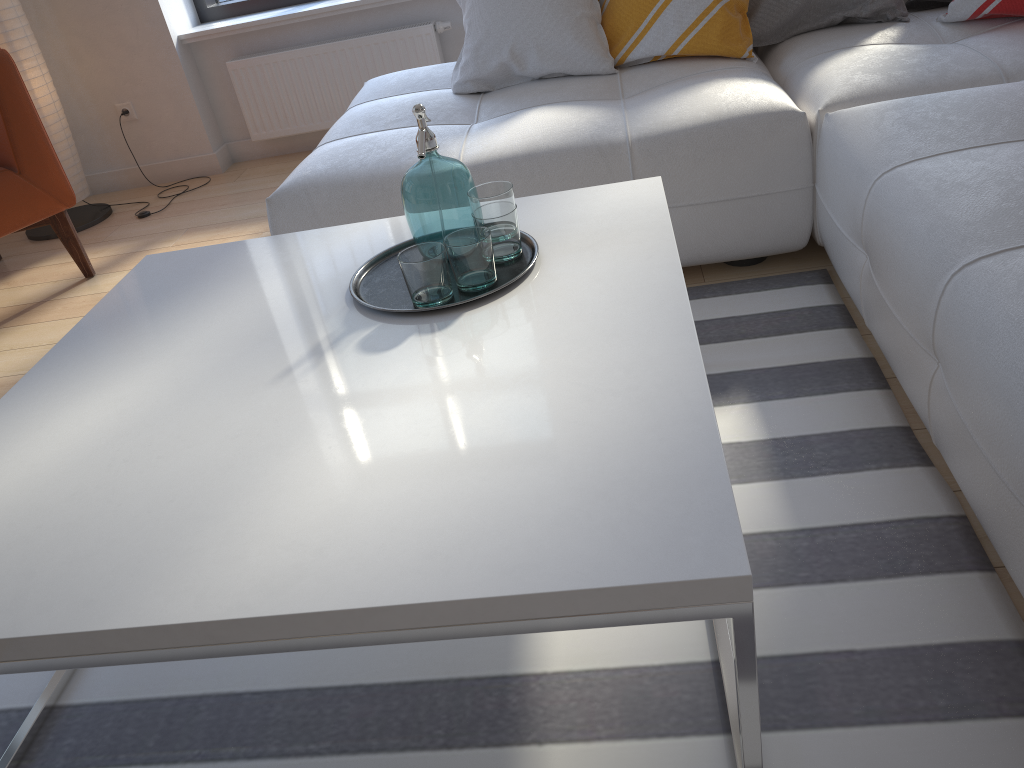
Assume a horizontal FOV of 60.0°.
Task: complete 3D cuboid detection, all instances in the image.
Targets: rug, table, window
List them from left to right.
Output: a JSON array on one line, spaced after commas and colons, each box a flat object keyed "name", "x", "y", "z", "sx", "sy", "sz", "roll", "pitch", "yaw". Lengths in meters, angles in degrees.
[{"name": "window", "x": -1.010, "y": -2.792, "z": 3.449, "sx": 1.310, "sy": 2.402, "sz": 0.170, "roll": -7, "pitch": 31, "yaw": 9}, {"name": "table", "x": -0.242, "y": 0.132, "z": 1.459, "sx": 1.091, "sy": 0.435, "sz": 1.091, "roll": -7, "pitch": 31, "yaw": 9}, {"name": "rug", "x": -0.097, "y": 0.427, "z": 1.357, "sx": 1.662, "sy": 0.016, "sz": 2.326, "roll": -7, "pitch": 31, "yaw": 9}]

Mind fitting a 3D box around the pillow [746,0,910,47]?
[{"name": "pillow", "x": 1.039, "y": -0.617, "z": 1.429, "sx": 0.647, "sy": 0.453, "sz": 2.953, "roll": -13, "pitch": 31, "yaw": -2}]

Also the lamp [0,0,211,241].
[{"name": "lamp", "x": -1.840, "y": -1.418, "z": 3.496, "sx": 0.804, "sy": 1.550, "sz": 0.502, "roll": -28, "pitch": 34, "yaw": -25}]

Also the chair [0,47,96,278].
[{"name": "chair", "x": -2.111, "y": -0.623, "z": 2.960, "sx": 0.843, "sy": 0.858, "sz": 0.896, "roll": 13, "pitch": 39, "yaw": 35}]

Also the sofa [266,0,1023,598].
[{"name": "sofa", "x": 0.611, "y": -0.332, "z": 1.649, "sx": 2.614, "sy": 0.732, "sz": 3.424, "roll": -7, "pitch": 31, "yaw": 9}]

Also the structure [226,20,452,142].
[{"name": "structure", "x": -0.718, "y": -1.303, "z": 3.971, "sx": 1.015, "sy": 0.460, "sz": 0.110, "roll": -7, "pitch": 31, "yaw": 9}]

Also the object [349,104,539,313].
[{"name": "object", "x": -0.139, "y": -0.304, "z": 1.454, "sx": 0.330, "sy": 0.265, "sz": 0.330, "roll": 7, "pitch": 36, "yaw": 29}]

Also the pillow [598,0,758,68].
[{"name": "pillow", "x": 0.876, "y": -0.906, "z": 1.999, "sx": 0.630, "sy": 0.440, "sz": 2.095, "roll": -31, "pitch": 35, "yaw": -28}]

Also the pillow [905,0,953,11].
[{"name": "pillow", "x": 1.385, "y": -0.876, "z": 1.740, "sx": 0.608, "sy": 0.436, "sz": 2.120, "roll": -9, "pitch": 31, "yaw": 5}]

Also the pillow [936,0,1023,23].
[{"name": "pillow", "x": 1.377, "y": -0.682, "z": 1.476, "sx": 0.575, "sy": 0.449, "sz": 2.250, "roll": -8, "pitch": 31, "yaw": 6}]

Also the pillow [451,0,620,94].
[{"name": "pillow", "x": 0.640, "y": -0.996, "z": 2.195, "sx": 2.156, "sy": 0.456, "sz": 0.580, "roll": 8, "pitch": 36, "yaw": 30}]
